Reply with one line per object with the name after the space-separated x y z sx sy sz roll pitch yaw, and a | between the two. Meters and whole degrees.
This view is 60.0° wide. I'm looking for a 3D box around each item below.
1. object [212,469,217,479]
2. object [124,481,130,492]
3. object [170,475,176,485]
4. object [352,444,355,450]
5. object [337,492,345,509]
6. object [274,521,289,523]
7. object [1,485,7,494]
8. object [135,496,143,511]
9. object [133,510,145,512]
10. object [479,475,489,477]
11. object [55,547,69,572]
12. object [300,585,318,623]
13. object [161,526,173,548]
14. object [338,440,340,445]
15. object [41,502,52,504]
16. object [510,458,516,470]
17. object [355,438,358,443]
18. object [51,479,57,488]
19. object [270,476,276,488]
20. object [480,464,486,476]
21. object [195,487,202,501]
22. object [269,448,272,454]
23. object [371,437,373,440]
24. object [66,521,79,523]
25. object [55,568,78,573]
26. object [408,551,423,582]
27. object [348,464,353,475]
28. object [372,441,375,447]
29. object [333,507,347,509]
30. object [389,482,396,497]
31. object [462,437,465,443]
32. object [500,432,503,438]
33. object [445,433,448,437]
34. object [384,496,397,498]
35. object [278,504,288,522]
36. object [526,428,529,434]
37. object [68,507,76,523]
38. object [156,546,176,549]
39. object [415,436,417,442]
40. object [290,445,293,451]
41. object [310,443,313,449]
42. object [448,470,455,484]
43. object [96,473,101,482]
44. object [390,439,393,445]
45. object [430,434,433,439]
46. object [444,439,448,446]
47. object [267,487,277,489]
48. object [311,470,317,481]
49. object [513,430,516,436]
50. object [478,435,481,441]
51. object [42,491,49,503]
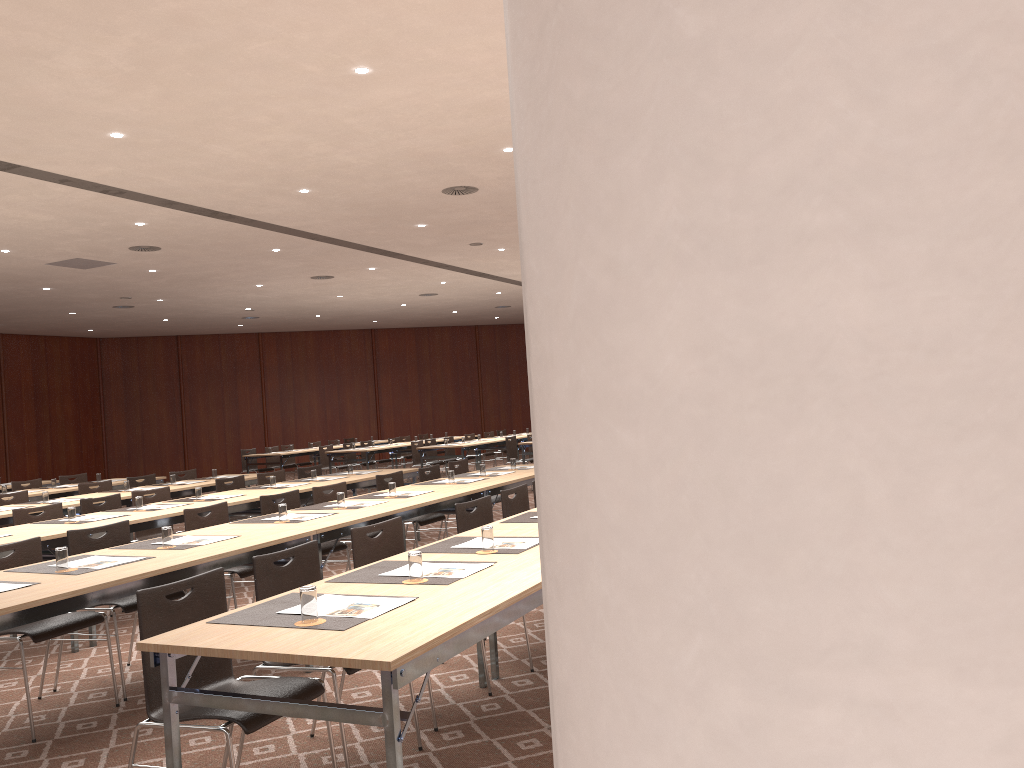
-3.606 1.092 10.751 0.054 0.114 0.054 -4 -1 -9 | object
-4.153 1.102 9.557 0.054 0.114 0.054 -3 -1 -31 | object
-3.884 1.097 10.161 0.054 0.114 0.054 -3 -1 -31 | object
-2.987 1.183 16.745 0.054 0.114 0.054 -4 -1 14 | object
-1.235 0.839 6.403 0.054 0.114 0.054 -3 -1 -31 | object
-1.504 0.901 5.799 0.102 0.001 0.102 -4 -1 14 | object
-5.961 1.240 10.414 0.054 0.114 0.054 -3 -1 -31 | object
-3.049 0.978 7.252 0.054 0.114 0.054 -3 -1 -31 | object
-3.044 1.035 7.246 0.102 0.001 0.102 -4 -1 14 | object
-0.265 0.877 8.451 0.102 0.001 0.102 -4 -1 14 | object
-2.204 0.858 4.343 0.054 0.114 0.054 -3 -1 -31 | object
-0.668 0.725 2.920 0.054 0.114 0.054 -4 -1 -9 | object
-1.919 0.852 4.938 0.054 0.114 0.054 -3 -1 -31 | object
-3.837 1.303 19.661 0.054 0.114 0.054 -4 -1 -9 | object
-4.565 1.167 8.688 0.102 0.001 0.102 -4 -1 14 | object
0.012 0.814 9.042 0.054 0.114 0.054 -4 -1 -9 | object
-3.558 1.298 20.254 0.054 0.114 0.054 -4 -1 -9 | object
-5.690 1.235 11.016 0.054 0.114 0.054 -3 -1 -31 | object
-2.351 0.964 8.720 0.054 0.114 0.054 -3 -1 -31 | object
-0.277 0.821 8.453 0.054 0.114 0.054 -3 -1 -31 | object
-2.771 0.972 7.844 0.054 0.114 0.054 -3 -1 -31 | object
-4.798 1.321 17.601 0.054 0.114 0.054 -4 -1 14 | object
-3.288 1.293 20.839 0.054 0.114 0.054 -4 -1 -9 | object
-3.307 1.039 6.661 0.102 0.001 0.102 -4 -1 14 | object
-2.183 0.914 4.347 0.102 0.001 0.102 -4 -1 14 | object
-0.380 0.718 3.497 0.054 0.114 0.054 -3 -1 -31 | object
-1.806 0.954 9.903 0.054 0.114 0.054 -4 -1 -9 | object
-2.716 1.178 17.352 0.054 0.114 0.054 -4 -1 14 | object
-1.241 0.897 6.396 0.102 0.001 0.102 -4 -1 14 | object
-0.944 0.833 6.996 0.054 0.114 0.054 -3 -1 -31 | object
-0.905 1.039 16.486 0.054 0.114 0.054 -4 -1 14 | object
-0.216 1.026 17.957 0.054 0.114 0.054 -4 -1 -9 | object
-1.482 1.154 19.982 0.054 0.114 0.054 -4 -1 -9 | object
-0.955 0.891 6.986 0.102 0.001 0.102 -4 -1 14 | object
-1.501 0.843 5.810 0.054 0.114 0.054 -3 -1 -31 | object
0.334 1.015 19.123 0.054 0.114 0.054 -4 -1 -9 | object
-3.307 0.982 6.664 0.054 0.114 0.054 -3 -1 -31 | object
-1.924 0.910 4.937 0.102 0.001 0.102 -4 -1 14 | object
-2.034 1.165 18.802 0.054 0.114 0.054 -4 -1 -9 | object
-4.526 1.317 18.201 0.054 0.114 0.054 -4 -1 14 | object
-4.243 1.311 18.782 0.054 0.114 0.054 -4 -1 14 | object
-0.538 0.825 7.874 0.054 0.114 0.054 -3 -1 -31 | object
-5.405 1.230 11.602 0.054 0.114 0.054 -4 -1 -9 | object
-2.442 1.173 17.929 0.054 0.114 0.054 -4 -1 14 | object
-1.761 1.160 19.395 0.054 0.114 0.054 -4 -1 -9 | object
-1.181 1.044 15.898 0.054 0.114 0.054 -4 -1 14 | object
-2.358 1.022 8.714 0.102 0.001 0.102 -4 -1 14 | object
-2.078 0.959 9.303 0.054 0.114 0.054 -3 -1 -31 | object
0.053 1.021 18.537 0.054 0.114 0.054 -4 -1 -9 | object
-0.631 1.034 17.076 0.054 0.114 0.054 -4 -1 14 | object
-4.567 1.110 8.683 0.054 0.114 0.054 -3 -1 -31 | object
